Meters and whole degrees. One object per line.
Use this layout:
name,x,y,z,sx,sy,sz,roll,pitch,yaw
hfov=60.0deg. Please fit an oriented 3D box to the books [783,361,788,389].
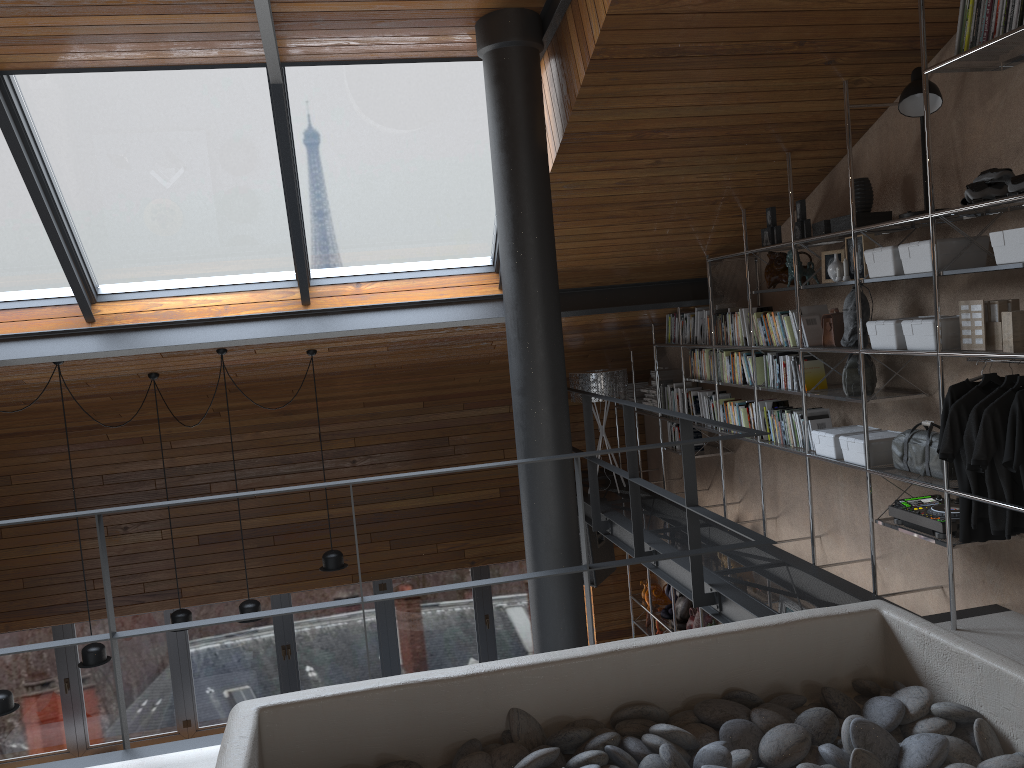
books,1.648,-0.060,5.155,0.143,0.161,0.019,-6,4,-11

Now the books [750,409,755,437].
books,1.581,0.232,5.617,0.126,0.197,0.047,-6,4,-11

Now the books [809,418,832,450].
books,1.730,0.280,4.944,0.130,0.166,0.046,-6,4,-11

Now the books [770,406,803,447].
books,1.655,0.247,5.254,0.136,0.210,0.273,-6,4,-11

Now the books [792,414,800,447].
books,1.708,0.259,5.102,0.169,0.188,0.058,-6,4,-11

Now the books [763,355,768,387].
books,1.602,-0.087,5.383,0.148,0.190,0.013,-6,4,-11

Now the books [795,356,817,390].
books,1.669,-0.061,4.986,0.129,0.186,0.050,-6,4,-11

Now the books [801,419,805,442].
books,1.704,0.277,5.009,0.130,0.167,0.046,-6,4,-11

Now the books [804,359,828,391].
books,1.687,-0.049,4.958,0.129,0.165,0.056,-6,4,-11

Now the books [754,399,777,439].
books,1.584,0.219,5.484,0.148,0.233,0.053,-6,4,-11

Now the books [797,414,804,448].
books,1.711,0.261,5.065,0.148,0.189,0.053,-6,4,-11

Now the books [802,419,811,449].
books,1.719,0.275,4.997,0.146,0.171,0.054,-6,4,-11

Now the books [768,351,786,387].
books,1.638,-0.096,5.347,0.191,0.207,0.012,-6,4,-11

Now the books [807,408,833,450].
books,1.727,0.253,4.969,0.143,0.217,0.066,-6,4,-11

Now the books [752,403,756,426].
books,1.595,0.222,5.594,0.137,0.216,0.049,-6,4,-11

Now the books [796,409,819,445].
books,1.730,0.252,5.080,0.192,0.202,0.055,-6,4,-11

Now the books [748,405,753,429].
books,1.576,0.225,5.634,0.123,0.203,0.054,-6,4,-11

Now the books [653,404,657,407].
books,1.292,0.166,7.199,0.252,0.016,0.182,-5,4,-7

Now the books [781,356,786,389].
books,1.645,-0.075,5.169,0.148,0.190,0.013,-6,4,-11

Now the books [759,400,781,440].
books,1.595,0.222,5.437,0.148,0.233,0.053,-6,4,-11

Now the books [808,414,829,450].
books,1.723,0.269,4.953,0.129,0.186,0.050,-6,4,-11

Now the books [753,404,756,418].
books,1.590,0.224,5.550,0.137,0.216,0.049,-6,4,-11

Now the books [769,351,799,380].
books,1.646,-0.094,5.337,0.192,0.204,0.012,-6,4,-11

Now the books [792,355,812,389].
books,1.670,-0.069,5.070,0.129,0.188,0.010,-6,4,-11

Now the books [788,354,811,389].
books,1.664,-0.072,5.105,0.148,0.190,0.013,-6,4,-11

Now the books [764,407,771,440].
books,1.623,0.235,5.417,0.149,0.205,0.049,-6,4,-11

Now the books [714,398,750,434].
books,1.505,0.213,5.889,0.139,0.211,0.467,-6,4,-11

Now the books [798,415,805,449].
books,1.716,0.264,5.036,0.160,0.187,0.060,-6,4,-11

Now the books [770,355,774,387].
books,1.626,-0.084,5.321,0.148,0.190,0.013,-6,4,-11

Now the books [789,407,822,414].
books,1.720,0.246,5.144,0.207,0.205,0.053,-6,4,-11

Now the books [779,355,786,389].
books,1.638,-0.075,5.181,0.148,0.190,0.013,-6,4,-11

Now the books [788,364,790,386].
books,1.667,-0.062,5.121,0.148,0.167,0.014,-6,4,-11

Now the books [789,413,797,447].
books,1.686,0.259,5.126,0.148,0.189,0.053,-6,4,-11

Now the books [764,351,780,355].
books,1.636,-0.100,5.400,0.207,0.207,0.010,-6,4,-11

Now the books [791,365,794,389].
books,1.665,-0.046,5.081,0.128,0.143,0.009,-6,4,-11

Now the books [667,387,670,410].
books,1.318,0.132,7.038,0.169,0.232,0.018,-6,4,-11

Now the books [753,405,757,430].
books,1.589,0.228,5.563,0.131,0.205,0.051,-6,4,-11

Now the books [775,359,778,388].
books,1.634,-0.070,5.254,0.146,0.171,0.018,-6,4,-11

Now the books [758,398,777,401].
books,1.596,0.215,5.518,0.143,0.236,0.062,-6,4,-11

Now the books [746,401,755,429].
books,1.579,0.217,5.653,0.155,0.215,0.055,-6,4,-11

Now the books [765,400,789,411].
books,1.632,0.221,5.409,0.148,0.233,0.053,-6,4,-11

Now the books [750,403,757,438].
books,1.580,0.223,5.604,0.133,0.218,0.051,-6,4,-11

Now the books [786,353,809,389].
books,1.661,-0.076,5.137,0.146,0.195,0.023,-6,4,-11

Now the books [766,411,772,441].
books,1.621,0.249,5.390,0.131,0.180,0.042,-6,4,-11

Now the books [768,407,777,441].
books,1.631,0.239,5.379,0.137,0.201,0.047,-6,4,-11

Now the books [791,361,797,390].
books,1.660,-0.054,5.042,0.130,0.167,0.046,-6,4,-11

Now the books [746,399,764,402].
books,1.567,0.213,5.671,0.118,0.220,0.054,-6,4,-11

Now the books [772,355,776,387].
books,1.631,-0.081,5.292,0.160,0.187,0.021,-6,4,-11

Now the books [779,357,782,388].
books,1.639,-0.076,5.209,0.129,0.188,0.010,-6,4,-11

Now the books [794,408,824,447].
books,1.723,0.250,5.091,0.191,0.205,0.055,-6,4,-11

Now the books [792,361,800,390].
books,1.671,-0.054,5.030,0.148,0.167,0.053,-6,4,-11
